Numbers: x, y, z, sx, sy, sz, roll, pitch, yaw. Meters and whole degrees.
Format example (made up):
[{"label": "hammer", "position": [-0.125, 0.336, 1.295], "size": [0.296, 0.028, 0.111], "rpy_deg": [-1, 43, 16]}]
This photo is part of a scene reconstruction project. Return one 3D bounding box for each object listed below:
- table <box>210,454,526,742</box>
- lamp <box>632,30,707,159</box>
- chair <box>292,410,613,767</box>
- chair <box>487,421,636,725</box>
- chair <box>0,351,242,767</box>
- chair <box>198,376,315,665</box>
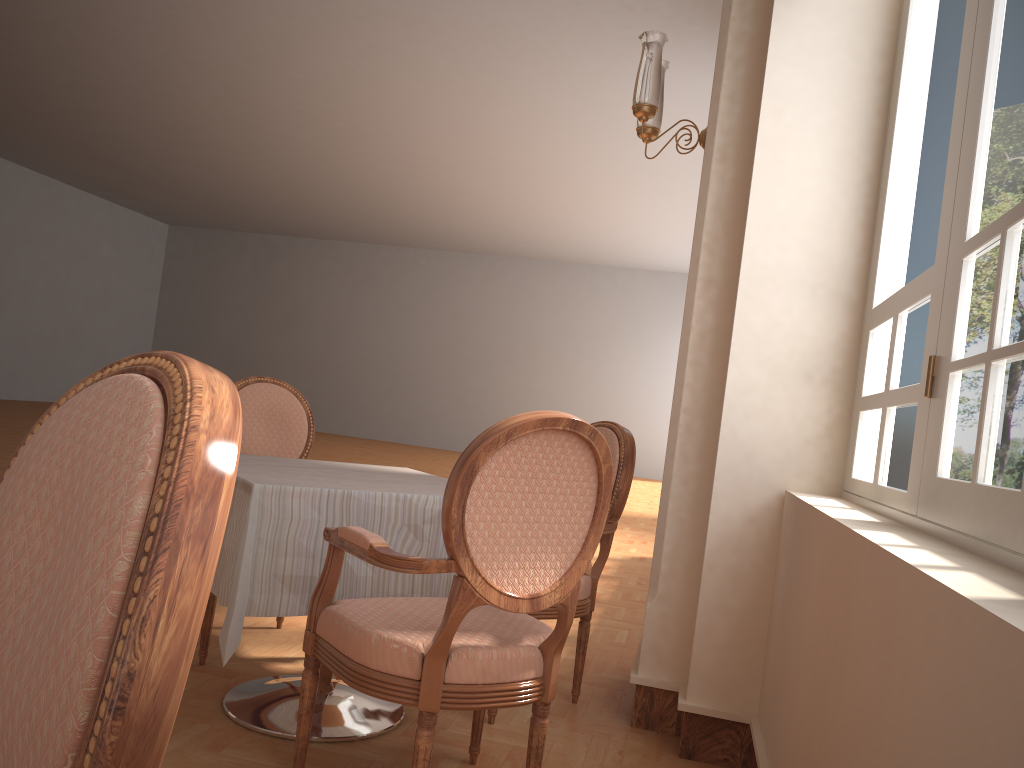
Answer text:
[{"label": "table", "position": [-0.522, 0.596, 2.560], "size": [0.831, 0.677, 0.829], "rpy_deg": [8, -2, -33]}, {"label": "lamp", "position": [0.566, -0.993, 3.117], "size": [0.274, 0.362, 0.320], "rpy_deg": [7, -1, 12]}, {"label": "chair", "position": [-0.108, 0.504, 1.980], "size": [0.521, 0.931, 0.592], "rpy_deg": [8, -2, -33]}, {"label": "chair", "position": [0.067, 0.559, 2.952], "size": [0.593, 0.931, 0.520], "rpy_deg": [8, -2, -33]}, {"label": "chair", "position": [-0.547, 0.402, 0.594], "size": [0.593, 0.931, 0.520], "rpy_deg": [9, -2, -45]}, {"label": "chair", "position": [-0.853, 0.444, 3.140], "size": [0.521, 0.931, 0.592], "rpy_deg": [8, -2, -33]}]
